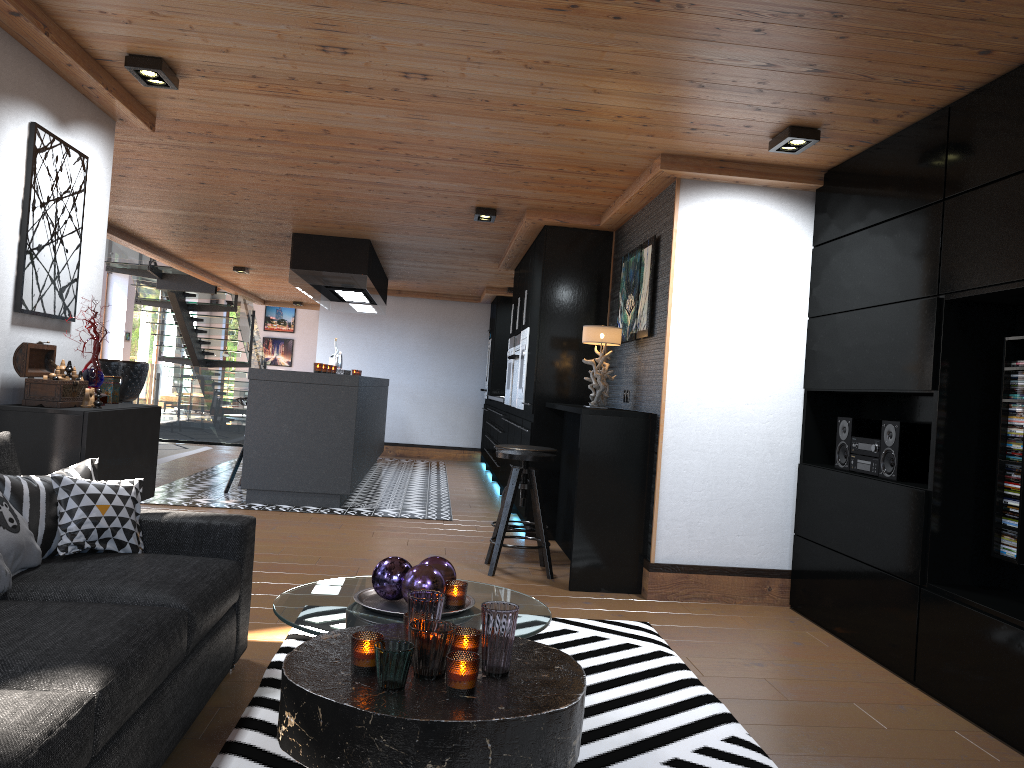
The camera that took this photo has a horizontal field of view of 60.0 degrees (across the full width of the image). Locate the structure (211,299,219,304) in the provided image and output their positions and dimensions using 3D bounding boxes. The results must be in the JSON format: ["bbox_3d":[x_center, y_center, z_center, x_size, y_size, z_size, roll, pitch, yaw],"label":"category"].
[{"bbox_3d":[-8.611,-2.290,25.662,0.214,0.349,0.213,4,-1,-6],"label":"structure"}]

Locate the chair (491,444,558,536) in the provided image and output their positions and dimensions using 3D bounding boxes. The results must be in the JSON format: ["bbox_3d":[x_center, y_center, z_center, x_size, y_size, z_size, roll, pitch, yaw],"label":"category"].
[{"bbox_3d":[0.072,0.784,6.038,0.441,0.717,0.441,4,-1,-2],"label":"chair"}]

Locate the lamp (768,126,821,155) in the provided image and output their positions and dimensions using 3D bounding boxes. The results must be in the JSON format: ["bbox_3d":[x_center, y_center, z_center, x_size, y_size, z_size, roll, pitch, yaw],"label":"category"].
[{"bbox_3d":[1.337,-1.161,4.204,0.155,0.068,0.260,4,0,-5],"label":"lamp"}]

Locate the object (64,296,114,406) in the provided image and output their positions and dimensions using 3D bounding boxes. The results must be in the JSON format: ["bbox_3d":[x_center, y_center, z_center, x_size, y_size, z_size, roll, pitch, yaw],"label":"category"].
[{"bbox_3d":[-1.914,-0.157,4.025,0.152,0.505,0.324,4,-1,-6],"label":"object"}]

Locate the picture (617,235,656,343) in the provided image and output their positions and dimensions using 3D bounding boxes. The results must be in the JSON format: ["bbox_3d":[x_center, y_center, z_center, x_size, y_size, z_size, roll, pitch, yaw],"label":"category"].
[{"bbox_3d":[0.776,-0.573,5.629,0.010,0.594,0.923,4,-1,-5],"label":"picture"}]

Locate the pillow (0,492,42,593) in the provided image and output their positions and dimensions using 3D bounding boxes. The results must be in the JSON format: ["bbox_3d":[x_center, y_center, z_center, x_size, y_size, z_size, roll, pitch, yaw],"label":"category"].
[{"bbox_3d":[-1.502,0.402,2.413,0.285,0.328,0.723,4,-1,-15],"label":"pillow"}]

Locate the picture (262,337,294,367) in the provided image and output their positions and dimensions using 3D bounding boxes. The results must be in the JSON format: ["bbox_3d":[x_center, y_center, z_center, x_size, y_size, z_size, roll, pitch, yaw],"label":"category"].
[{"bbox_3d":[-6.862,-0.932,25.915,0.881,0.816,0.036,4,-1,-6],"label":"picture"}]

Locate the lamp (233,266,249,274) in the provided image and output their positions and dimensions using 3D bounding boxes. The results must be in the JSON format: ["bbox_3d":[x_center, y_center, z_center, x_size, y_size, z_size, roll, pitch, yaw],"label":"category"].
[{"bbox_3d":[-3.459,-1.459,11.327,0.155,0.068,0.260,4,0,-5],"label":"lamp"}]

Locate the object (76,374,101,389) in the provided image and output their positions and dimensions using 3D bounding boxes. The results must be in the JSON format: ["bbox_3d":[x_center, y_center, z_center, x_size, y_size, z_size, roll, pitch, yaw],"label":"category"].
[{"bbox_3d":[-1.997,0.024,4.178,0.107,0.135,0.097,4,-1,26],"label":"object"}]

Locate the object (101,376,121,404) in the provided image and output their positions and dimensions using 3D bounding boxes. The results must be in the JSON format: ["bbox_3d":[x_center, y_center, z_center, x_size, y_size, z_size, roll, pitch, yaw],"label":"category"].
[{"bbox_3d":[-1.963,0.027,4.306,0.109,0.135,0.096,4,-1,-15],"label":"object"}]

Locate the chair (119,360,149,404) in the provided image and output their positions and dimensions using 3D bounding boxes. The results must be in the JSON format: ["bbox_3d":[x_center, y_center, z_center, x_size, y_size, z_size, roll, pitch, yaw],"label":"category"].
[{"bbox_3d":[-4.316,0.284,9.681,0.570,1.092,0.502,4,-1,-7],"label":"chair"}]

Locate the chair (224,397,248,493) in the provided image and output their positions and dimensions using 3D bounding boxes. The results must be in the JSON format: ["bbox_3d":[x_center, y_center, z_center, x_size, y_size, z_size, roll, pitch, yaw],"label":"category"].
[{"bbox_3d":[-2.275,0.547,8.026,0.470,0.839,0.537,4,-1,-4],"label":"chair"}]

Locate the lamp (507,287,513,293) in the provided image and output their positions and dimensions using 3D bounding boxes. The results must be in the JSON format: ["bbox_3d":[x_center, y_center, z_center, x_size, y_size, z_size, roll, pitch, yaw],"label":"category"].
[{"bbox_3d":[0.016,-1.209,11.396,0.155,0.068,0.152,4,-1,-6],"label":"lamp"}]

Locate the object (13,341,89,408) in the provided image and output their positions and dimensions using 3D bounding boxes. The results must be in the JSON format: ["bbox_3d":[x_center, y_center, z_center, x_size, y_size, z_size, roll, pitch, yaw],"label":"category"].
[{"bbox_3d":[-1.918,-0.042,3.709,0.210,0.270,0.286,4,-1,-5],"label":"object"}]

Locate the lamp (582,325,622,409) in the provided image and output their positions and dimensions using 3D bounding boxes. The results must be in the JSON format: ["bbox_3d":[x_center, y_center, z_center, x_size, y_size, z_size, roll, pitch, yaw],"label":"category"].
[{"bbox_3d":[0.558,-0.104,5.638,0.248,0.516,0.247,4,-1,-2],"label":"lamp"}]

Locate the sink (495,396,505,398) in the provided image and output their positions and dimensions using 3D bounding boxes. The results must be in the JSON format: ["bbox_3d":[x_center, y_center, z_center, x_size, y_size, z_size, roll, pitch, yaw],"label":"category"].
[{"bbox_3d":[0.071,0.037,10.283,0.463,0.420,0.960,4,-1,-5],"label":"sink"}]

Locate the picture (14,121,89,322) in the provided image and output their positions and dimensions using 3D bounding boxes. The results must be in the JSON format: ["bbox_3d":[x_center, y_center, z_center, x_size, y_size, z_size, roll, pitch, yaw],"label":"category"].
[{"bbox_3d":[-2.007,-0.681,3.887,0.020,0.782,0.561,4,-1,-5],"label":"picture"}]

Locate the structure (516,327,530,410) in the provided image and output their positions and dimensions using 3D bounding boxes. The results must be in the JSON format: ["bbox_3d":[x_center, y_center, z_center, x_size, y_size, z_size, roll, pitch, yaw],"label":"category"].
[{"bbox_3d":[0.084,-0.125,7.472,0.039,0.672,0.592,4,-1,-5],"label":"structure"}]

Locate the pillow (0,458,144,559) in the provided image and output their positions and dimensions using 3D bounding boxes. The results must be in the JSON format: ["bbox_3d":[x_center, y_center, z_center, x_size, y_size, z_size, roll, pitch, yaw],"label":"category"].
[{"bbox_3d":[-1.487,0.429,2.944,0.542,0.346,0.296,5,-1,-45],"label":"pillow"}]

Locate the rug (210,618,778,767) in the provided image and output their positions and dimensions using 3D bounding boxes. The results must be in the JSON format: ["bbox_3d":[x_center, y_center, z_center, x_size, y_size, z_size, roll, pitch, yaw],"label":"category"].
[{"bbox_3d":[-0.025,1.094,2.791,1.665,0.020,2.893,4,0,-6],"label":"rug"}]

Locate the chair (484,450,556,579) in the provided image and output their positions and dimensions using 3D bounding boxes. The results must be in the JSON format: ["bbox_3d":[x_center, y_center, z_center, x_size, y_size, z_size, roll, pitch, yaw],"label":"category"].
[{"bbox_3d":[0.061,0.777,5.329,0.394,0.721,0.392,4,-1,-6],"label":"chair"}]

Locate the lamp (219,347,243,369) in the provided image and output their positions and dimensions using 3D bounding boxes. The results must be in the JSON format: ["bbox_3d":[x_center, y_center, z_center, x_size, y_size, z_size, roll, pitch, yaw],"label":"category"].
[{"bbox_3d":[-7.821,-0.265,24.650,0.524,1.899,1.329,4,-1,16],"label":"lamp"}]

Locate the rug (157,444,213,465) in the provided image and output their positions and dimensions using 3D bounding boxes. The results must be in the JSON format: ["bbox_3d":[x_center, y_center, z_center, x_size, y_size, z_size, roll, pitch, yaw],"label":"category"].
[{"bbox_3d":[-5.065,0.775,9.164,2.557,0.047,5.617,4,0,-5],"label":"rug"}]

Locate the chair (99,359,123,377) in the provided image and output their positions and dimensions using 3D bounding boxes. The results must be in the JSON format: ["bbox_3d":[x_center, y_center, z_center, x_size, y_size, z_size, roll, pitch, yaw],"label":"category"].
[{"bbox_3d":[-4.184,0.288,8.729,0.573,1.092,0.500,5,-1,-22],"label":"chair"}]

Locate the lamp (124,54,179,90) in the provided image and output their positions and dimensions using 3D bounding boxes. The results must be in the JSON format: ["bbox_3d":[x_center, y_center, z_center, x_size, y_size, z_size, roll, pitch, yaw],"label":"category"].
[{"bbox_3d":[-1.575,-1.372,3.887,0.155,0.068,0.260,4,0,-5],"label":"lamp"}]

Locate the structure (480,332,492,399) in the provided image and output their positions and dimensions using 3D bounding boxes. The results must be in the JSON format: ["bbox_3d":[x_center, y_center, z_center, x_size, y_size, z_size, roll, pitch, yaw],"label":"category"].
[{"bbox_3d":[-0.285,-0.255,12.593,0.256,0.946,0.596,4,-1,-5],"label":"structure"}]

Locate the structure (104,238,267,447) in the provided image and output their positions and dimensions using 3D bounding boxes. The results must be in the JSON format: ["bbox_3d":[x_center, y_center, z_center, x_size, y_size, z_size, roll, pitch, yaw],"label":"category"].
[{"bbox_3d":[-7.377,0.257,13.945,9.232,6.400,10.998,4,-1,-5],"label":"structure"}]

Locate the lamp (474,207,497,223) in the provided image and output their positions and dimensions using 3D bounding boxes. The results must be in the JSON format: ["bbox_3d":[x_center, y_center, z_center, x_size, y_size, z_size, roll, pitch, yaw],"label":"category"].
[{"bbox_3d":[-0.199,-1.256,6.554,0.155,0.068,0.260,4,0,-5],"label":"lamp"}]

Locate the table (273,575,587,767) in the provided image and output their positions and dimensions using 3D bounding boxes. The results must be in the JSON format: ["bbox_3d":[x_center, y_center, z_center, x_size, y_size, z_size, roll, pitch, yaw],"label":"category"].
[{"bbox_3d":[-0.305,0.879,2.585,0.898,0.371,1.520,4,0,-5],"label":"table"}]

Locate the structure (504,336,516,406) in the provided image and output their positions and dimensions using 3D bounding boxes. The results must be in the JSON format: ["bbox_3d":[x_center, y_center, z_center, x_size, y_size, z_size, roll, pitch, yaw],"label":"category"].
[{"bbox_3d":[0.139,-0.113,8.770,0.383,0.673,0.598,4,-1,-5],"label":"structure"}]

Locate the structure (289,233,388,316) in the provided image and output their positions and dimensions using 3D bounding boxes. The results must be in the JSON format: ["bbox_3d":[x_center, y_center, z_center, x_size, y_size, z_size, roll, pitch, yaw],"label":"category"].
[{"bbox_3d":[-1.833,-1.149,9.839,0.712,0.476,3.242,4,0,-5],"label":"structure"}]

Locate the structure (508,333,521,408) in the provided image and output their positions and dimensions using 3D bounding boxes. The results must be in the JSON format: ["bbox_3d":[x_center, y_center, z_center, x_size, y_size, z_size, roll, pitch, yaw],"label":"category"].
[{"bbox_3d":[0.019,-0.126,8.093,0.090,0.673,0.592,4,-1,-5],"label":"structure"}]

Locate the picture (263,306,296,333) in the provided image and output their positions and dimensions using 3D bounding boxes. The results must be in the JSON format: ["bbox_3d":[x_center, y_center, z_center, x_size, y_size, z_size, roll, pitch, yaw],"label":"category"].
[{"bbox_3d":[-6.791,-1.925,25.936,0.881,0.816,0.036,4,-1,-6],"label":"picture"}]
